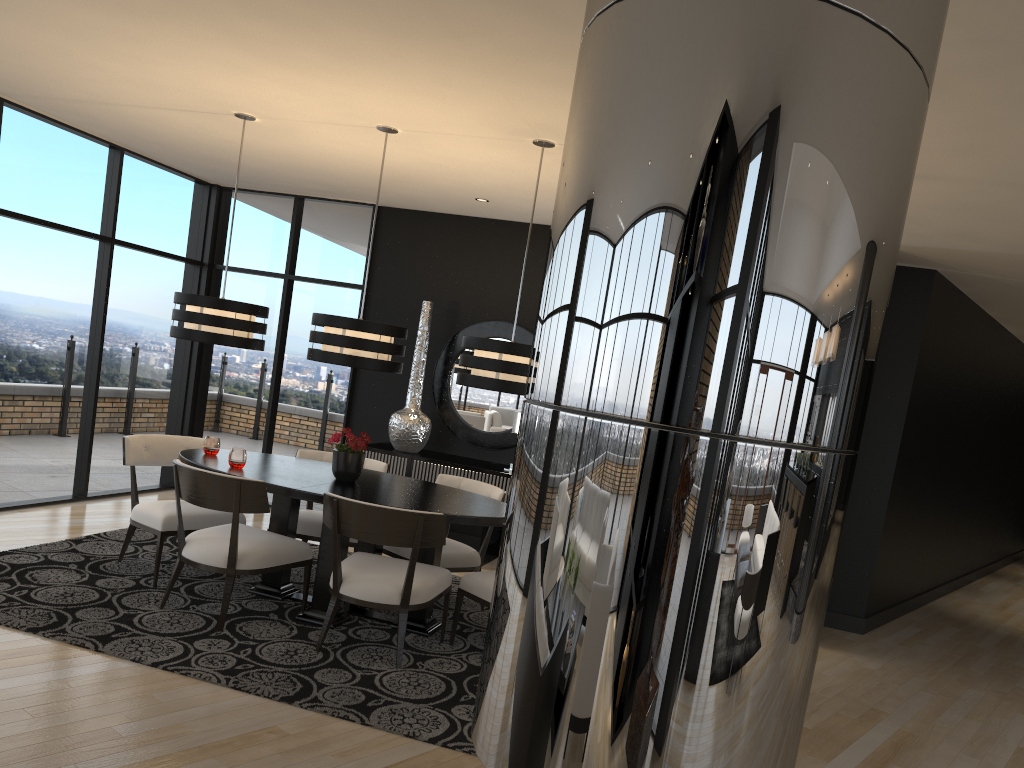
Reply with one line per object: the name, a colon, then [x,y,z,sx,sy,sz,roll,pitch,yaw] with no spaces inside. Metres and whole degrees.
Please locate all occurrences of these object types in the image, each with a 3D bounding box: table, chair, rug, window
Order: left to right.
chair: [-2.015,0.751,5.356,0.610,0.812,0.644,12,5,36]
chair: [-1.490,0.844,4.722,0.638,0.812,0.616,11,5,25]
rug: [-1.118,1.301,5.179,3.706,0.011,2.712,9,1,15]
chair: [-1.190,0.878,5.735,0.642,0.812,0.611,9,4,1]
table: [-1.003,0.934,5.109,2.096,0.775,1.207,9,2,17]
chair: [-0.659,0.979,4.537,0.641,0.812,0.613,10,4,8]
chair: [-0.441,1.001,5.497,0.636,0.812,0.618,13,6,43]
chair: [0.120,1.101,4.739,0.609,0.812,0.645,13,6,44]
window: [2.060,-0.563,0.531,15.784,4.822,10.132,10,2,24]

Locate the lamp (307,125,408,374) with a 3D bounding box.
lamp: [-0.789,-0.756,4.938,0.533,1.339,0.533,10,6,14]

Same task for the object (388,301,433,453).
object: [-0.761,-0.057,7.087,0.341,1.218,0.343,12,6,24]

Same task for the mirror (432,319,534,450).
mirror: [-0.149,0.010,7.287,1.071,1.087,0.025,10,6,15]

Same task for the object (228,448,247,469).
object: [-1.514,0.410,4.870,0.094,0.107,0.095,11,4,26]

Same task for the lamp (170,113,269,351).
lamp: [-1.643,-0.895,5.166,0.533,1.339,0.533,10,6,14]

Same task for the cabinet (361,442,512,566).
cabinet: [-0.154,1.045,7.058,2.227,0.773,0.608,9,4,15]

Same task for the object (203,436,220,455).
object: [-1.773,0.364,5.211,0.095,0.107,0.094,8,4,-19]

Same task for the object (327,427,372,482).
object: [-0.931,0.405,5.038,0.236,0.300,0.228,10,4,17]

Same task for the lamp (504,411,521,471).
lamp: [0.047,0.453,6.951,0.123,0.469,0.132,13,7,37]

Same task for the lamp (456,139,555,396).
lamp: [0.065,-0.616,4.710,0.533,1.339,0.533,10,6,14]

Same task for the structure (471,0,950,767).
structure: [0.318,0.190,1.659,0.582,2.764,0.891,12,6,25]
